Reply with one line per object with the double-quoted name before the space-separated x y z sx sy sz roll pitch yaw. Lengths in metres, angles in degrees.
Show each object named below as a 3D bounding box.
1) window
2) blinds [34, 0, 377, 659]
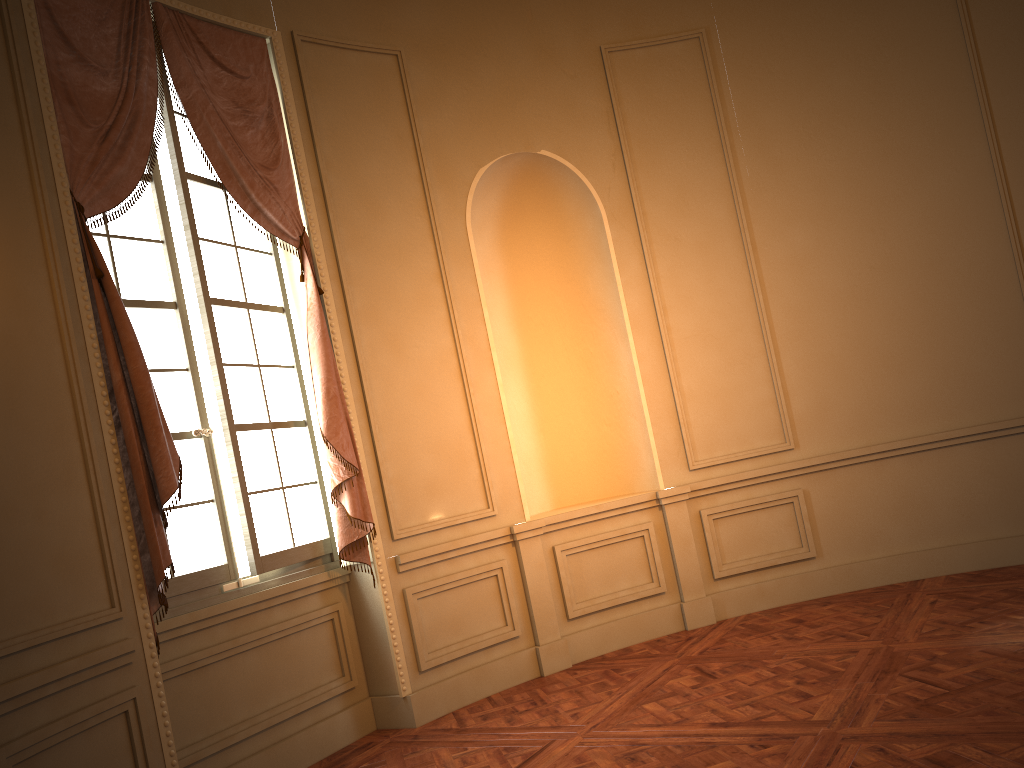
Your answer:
"window" -1.526 -0.392 4.218 0.150 2.834 1.332 -13 -3 32
"blinds" -1.321 -0.376 4.108 0.281 2.974 1.355 -13 -3 31
